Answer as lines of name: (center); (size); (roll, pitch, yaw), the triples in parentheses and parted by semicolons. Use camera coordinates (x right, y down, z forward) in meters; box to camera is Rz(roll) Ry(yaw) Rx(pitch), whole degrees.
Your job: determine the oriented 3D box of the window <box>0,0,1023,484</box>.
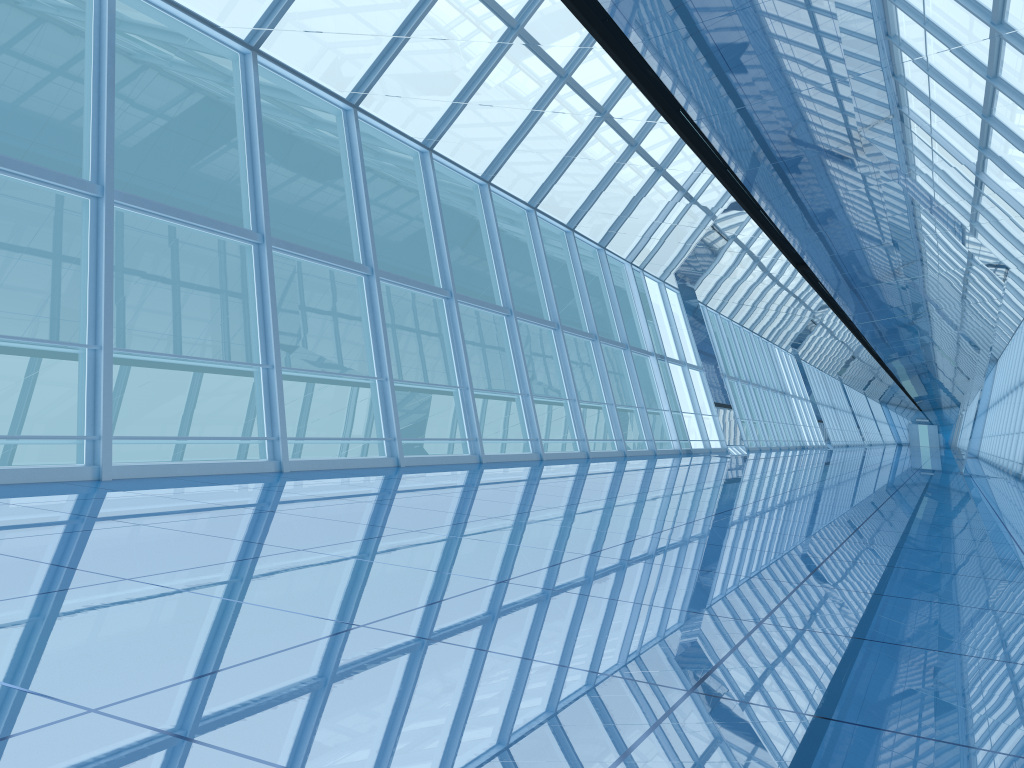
window: (19.692, 1.042, 43.367); (9.883, 4.974, 105.381); (1, -3, 27)
